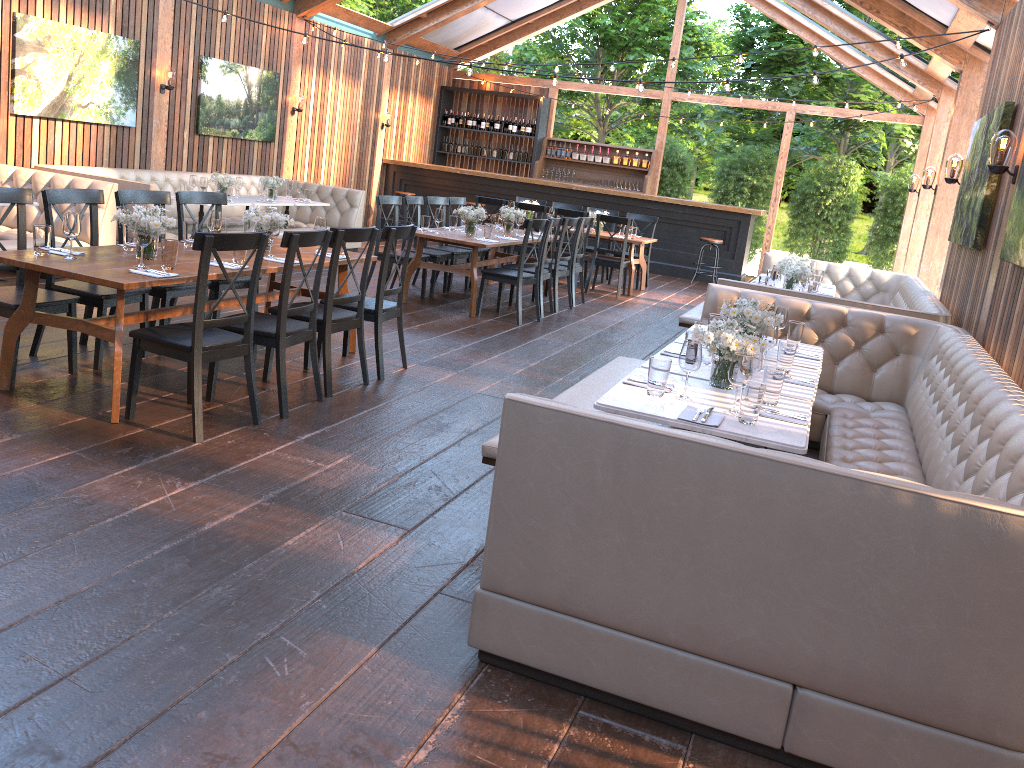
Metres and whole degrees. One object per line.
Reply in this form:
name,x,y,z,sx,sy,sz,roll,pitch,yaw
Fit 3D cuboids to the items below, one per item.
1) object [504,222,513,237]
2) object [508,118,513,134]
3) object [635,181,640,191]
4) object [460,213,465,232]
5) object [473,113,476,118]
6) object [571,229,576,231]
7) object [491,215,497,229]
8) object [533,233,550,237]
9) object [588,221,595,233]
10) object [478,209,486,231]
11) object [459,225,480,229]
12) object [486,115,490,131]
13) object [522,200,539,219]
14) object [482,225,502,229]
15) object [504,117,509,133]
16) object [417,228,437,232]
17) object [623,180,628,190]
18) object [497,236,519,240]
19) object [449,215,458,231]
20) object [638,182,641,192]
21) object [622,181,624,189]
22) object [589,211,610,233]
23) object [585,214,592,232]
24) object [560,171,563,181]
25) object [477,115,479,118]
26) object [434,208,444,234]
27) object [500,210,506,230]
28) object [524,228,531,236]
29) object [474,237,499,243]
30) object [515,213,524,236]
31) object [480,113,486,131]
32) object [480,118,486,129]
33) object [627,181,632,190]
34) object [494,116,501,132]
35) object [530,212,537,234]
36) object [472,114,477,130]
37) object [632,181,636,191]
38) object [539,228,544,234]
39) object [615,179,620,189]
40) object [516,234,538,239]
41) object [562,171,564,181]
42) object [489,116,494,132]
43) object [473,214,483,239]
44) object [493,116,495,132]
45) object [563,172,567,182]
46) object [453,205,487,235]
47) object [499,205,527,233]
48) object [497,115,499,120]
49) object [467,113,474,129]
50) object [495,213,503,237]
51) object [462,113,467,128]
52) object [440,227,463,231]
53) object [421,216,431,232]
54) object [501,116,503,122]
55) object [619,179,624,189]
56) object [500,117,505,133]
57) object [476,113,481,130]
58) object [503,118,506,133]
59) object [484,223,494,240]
object,-0.044,-1.646,9.463,0.092,0.156,0.093,-3,16,-43
object,-0.025,-5.093,17.457,0.077,0.303,0.077,15,13,35
object,2.368,-3.731,16.714,0.073,0.179,0.074,6,11,-6
object,-0.504,-1.737,9.402,0.092,0.241,0.093,2,12,-28
object,-0.774,-5.319,17.925,0.081,0.320,0.082,7,11,-2
object,0.876,-2.071,11.907,0.158,0.018,0.257,12,15,19
object,-0.205,-1.901,10.384,0.092,0.156,0.093,-3,16,-43
object,0.339,-1.747,10.340,0.256,0.018,0.159,13,15,19
object,1.061,-2.110,11.874,0.092,0.156,0.093,-3,16,-43
object,-0.338,-1.837,9.884,0.092,0.241,0.093,2,12,-28
object,-0.459,-1.777,10.041,0.256,0.018,0.159,13,15,19
object,-0.470,-5.207,17.667,0.078,0.308,0.079,10,11,14
object,0.230,-2.449,12.474,0.335,0.306,0.334,4,13,-15
object,-0.215,-1.880,10.578,0.256,0.018,0.159,13,15,19
object,-0.102,-5.125,17.507,0.081,0.320,0.082,7,11,-2
object,-0.861,-1.568,9.003,0.256,0.018,0.159,13,15,19
object,2.157,-3.781,16.802,0.073,0.179,0.074,6,11,-6
object,-0.064,-1.539,9.312,0.256,0.018,0.159,13,15,19
object,-0.622,-1.699,9.362,0.092,0.156,0.093,-3,16,-43
object,2.403,-3.745,16.788,0.073,0.179,0.074,6,11,-6
object,2.096,-3.816,16.911,0.073,0.179,0.074,6,11,-6
object,1.198,-2.229,12.109,0.329,0.306,0.340,-2,16,-37
object,1.027,-2.187,11.986,0.092,0.241,0.093,2,12,-28
object,0.947,-4.079,17.343,0.070,0.183,0.070,12,12,23
object,-0.700,-5.281,17.860,0.076,0.299,0.075,15,13,35
object,-0.734,-1.632,8.863,0.092,0.241,0.093,3,12,-22
object,-0.103,-1.943,10.428,0.092,0.241,0.093,2,12,-28
object,0.178,-1.738,9.936,0.092,0.156,0.093,-3,16,-43
object,-0.265,-1.427,8.754,0.256,0.018,0.159,13,15,19
object,0.079,-1.785,9.897,0.092,0.241,0.093,2,12,-28
object,-0.569,-5.229,17.660,0.087,0.330,0.088,8,11,0
object,-0.588,-5.255,17.791,0.136,0.312,0.138,4,12,-18
object,2.233,-3.764,16.775,0.073,0.179,0.074,6,11,-6
object,-0.282,-5.167,17.605,0.136,0.312,0.138,4,12,-18
object,0.248,-1.903,10.452,0.092,0.241,0.093,2,12,-28
object,-0.741,-5.260,17.746,0.077,0.303,0.077,15,13,35
object,2.312,-3.751,16.764,0.073,0.179,0.074,6,11,-6
object,0.366,-1.850,10.480,0.092,0.156,0.093,-3,16,-43
object,2.006,-3.814,16.856,0.073,0.179,0.074,6,11,-6
object,0.158,-1.631,9.785,0.256,0.018,0.159,13,15,19
object,1.022,-4.061,17.310,0.070,0.183,0.070,12,12,23
object,-0.403,-5.180,17.596,0.077,0.305,0.078,7,11,-2
object,-0.346,-1.580,8.859,0.092,0.241,0.093,3,12,-22
object,-0.390,-5.208,17.711,0.078,0.308,0.079,10,11,14
object,1.025,-4.038,17.221,0.070,0.183,0.070,12,12,23
object,-0.433,-1.710,9.198,0.336,0.306,0.333,-1,15,-35
object,-0.013,-1.896,10.156,0.328,0.306,0.341,5,13,-13
object,-0.290,-5.210,17.730,0.087,0.330,0.088,8,11,0
object,-0.833,-5.293,17.815,0.136,0.312,0.138,4,12,-18
object,-0.143,-1.693,9.424,0.092,0.241,0.093,2,12,-28
object,-0.953,-5.298,17.791,0.076,0.299,0.075,15,13,35
object,-0.631,-1.676,9.548,0.256,0.018,0.159,13,15,19
object,-0.863,-1.596,8.826,0.092,0.156,0.093,0,14,-33
object,-0.196,-5.189,17.710,0.081,0.320,0.082,7,11,-2
object,2.077,-3.796,16.821,0.073,0.179,0.074,6,11,-6
object,-0.189,-5.133,17.541,0.075,0.299,0.076,8,11,2
object,-0.666,-5.245,17.689,0.081,0.320,0.082,7,11,-2
object,-0.154,-5.155,17.637,0.077,0.303,0.077,15,13,35
object,-0.241,-1.536,8.914,0.091,0.156,0.093,3,12,-24
